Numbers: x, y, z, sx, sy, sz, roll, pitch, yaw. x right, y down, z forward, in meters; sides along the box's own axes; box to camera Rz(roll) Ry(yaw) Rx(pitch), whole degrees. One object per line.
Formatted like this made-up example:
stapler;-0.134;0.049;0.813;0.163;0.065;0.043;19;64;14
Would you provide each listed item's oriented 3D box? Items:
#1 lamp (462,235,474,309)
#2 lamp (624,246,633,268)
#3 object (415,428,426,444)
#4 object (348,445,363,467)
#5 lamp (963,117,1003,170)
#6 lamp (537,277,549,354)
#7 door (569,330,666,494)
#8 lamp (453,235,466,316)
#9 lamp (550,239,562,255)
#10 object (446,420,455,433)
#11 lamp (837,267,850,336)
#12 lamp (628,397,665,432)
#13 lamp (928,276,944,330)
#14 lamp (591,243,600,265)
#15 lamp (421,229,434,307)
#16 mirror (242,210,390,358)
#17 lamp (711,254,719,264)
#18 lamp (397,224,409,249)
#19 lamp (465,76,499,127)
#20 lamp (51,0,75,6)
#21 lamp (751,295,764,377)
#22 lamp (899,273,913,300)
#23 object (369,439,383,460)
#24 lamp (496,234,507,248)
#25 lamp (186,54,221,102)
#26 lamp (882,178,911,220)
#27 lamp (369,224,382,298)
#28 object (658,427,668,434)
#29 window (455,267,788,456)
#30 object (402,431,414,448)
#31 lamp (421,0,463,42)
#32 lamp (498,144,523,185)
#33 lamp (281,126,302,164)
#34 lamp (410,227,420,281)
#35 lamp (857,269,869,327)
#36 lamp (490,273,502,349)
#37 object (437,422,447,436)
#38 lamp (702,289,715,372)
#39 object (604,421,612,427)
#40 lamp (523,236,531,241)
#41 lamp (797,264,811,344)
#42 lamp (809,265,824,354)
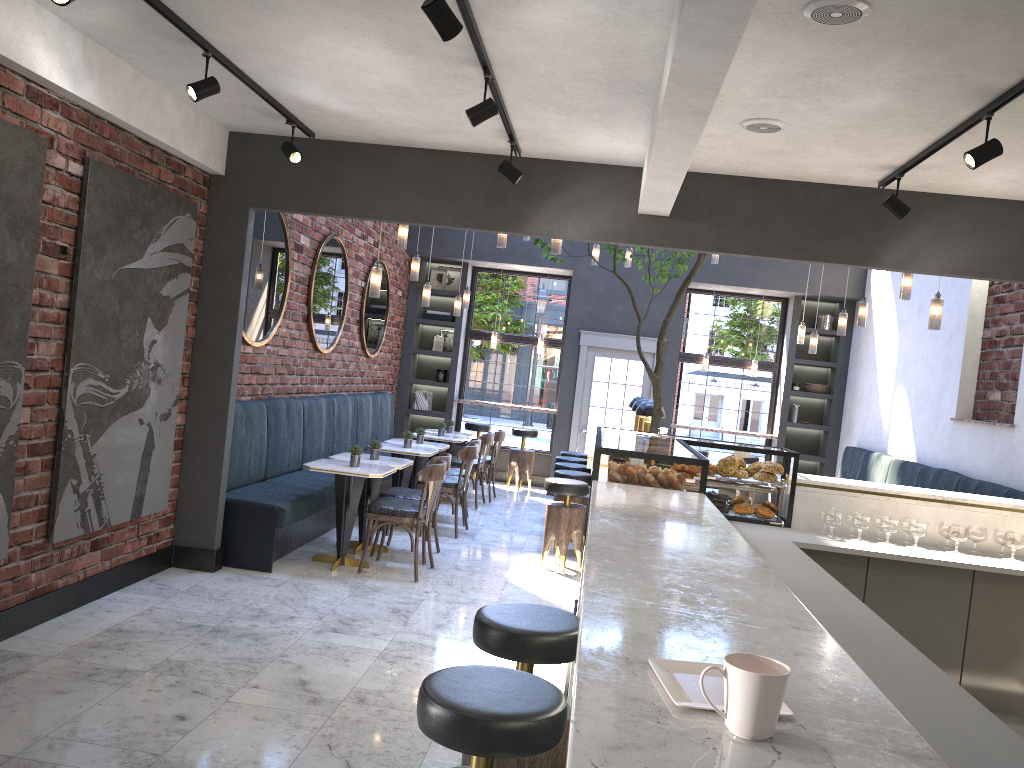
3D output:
lamp;-0.340;-2.958;10.733;0.078;4.106;0.078;6;1;-9
lamp;1.608;-3.436;10.529;0.078;4.106;0.078;6;1;-9
object;-0.935;0.526;9.059;0.118;0.165;0.122;6;1;-17
object;-1.177;0.538;6.669;0.118;0.165;0.122;6;1;-17
lamp;2.093;-1.064;3.929;0.157;0.235;0.087;6;1;0
lamp;0.464;-1.133;12.302;0.078;1.429;0.078;5;2;-32
door;1.338;0.458;11.708;1.132;2.219;0.152;6;1;6
lamp;-0.412;-2.823;10.166;0.078;4.106;0.078;6;1;-9
lamp;0.542;-2.983;6.378;0.078;4.106;0.078;7;2;35
object;-0.756;0.518;10.829;0.118;0.165;0.122;6;1;-17
lamp;3.445;-2.515;8.623;0.078;4.106;0.078;5;2;-32
lamp;0.455;-1.113;5.137;4.183;3.257;8.832;6;1;-11
lamp;3.188;-2.421;6.171;0.078;4.106;0.078;6;1;-9
lamp;1.158;-3.384;9.945;0.078;4.106;0.078;6;1;-9
lamp;-0.659;-2.832;9.005;0.078;4.106;0.078;7;1;13
mirror;-1.787;-1.055;8.827;0.036;1.510;4.773;7;1;6
lamp;2.492;-3.388;9.865;0.078;4.106;0.078;6;1;-9
lamp;-0.675;-3.145;7.187;0.078;4.106;0.078;6;1;-9
lamp;-0.136;-1.318;4.151;0.157;0.238;0.087;6;1;0
lamp;-1.592;-1.463;3.185;0.087;0.235;0.157;6;1;0
lamp;3.356;-0.806;12.014;0.078;1.429;0.078;7;2;35
lamp;3.289;-2.698;6.860;0.078;4.106;0.078;6;1;-9
object;-1.118;0.535;7.247;0.118;0.165;0.122;6;1;-17
lamp;0.137;-3.171;7.287;0.078;4.106;0.078;7;2;35
lamp;-1.485;-1.470;4.281;0.087;0.238;0.157;8;2;45
lamp;2.225;-1.069;5.117;0.157;0.235;0.087;6;1;0
lamp;-0.795;-2.682;6.518;0.078;4.106;0.078;6;1;-9
object;1.687;0.536;10.007;0.176;0.097;0.301;6;1;-3
window;1.010;-1.526;6.309;6.405;5.366;12.708;6;1;6
object;-0.993;0.529;8.480;0.118;0.165;0.122;6;1;-17
lamp;-0.235;-1.311;3.060;0.087;0.238;0.157;8;2;45
lamp;-0.004;-1.322;5.338;0.157;0.238;0.087;6;1;0
lamp;-1.355;-1.473;5.470;0.087;0.235;0.157;5;2;-43
lamp;-0.703;-3.021;8.360;0.078;4.106;0.078;7;1;13
lamp;3.383;-2.559;7.953;0.078;4.106;0.078;5;2;-32
lamp;-0.186;-1.206;12.366;0.078;1.429;0.078;7;2;35
object;-0.815;0.521;10.250;0.118;0.165;0.122;6;1;-17
lamp;2.706;-0.879;12.079;0.078;1.429;0.078;5;2;-32
object;1.086;0.468;10.035;0.176;0.098;0.204;7;1;11
lamp;0.387;-3.614;9.639;0.078;4.106;0.078;6;1;-9
lamp;3.622;-2.511;10.390;0.078;4.106;0.078;6;1;-9
lamp;3.541;-2.375;9.732;0.078;4.106;0.078;6;1;-9
